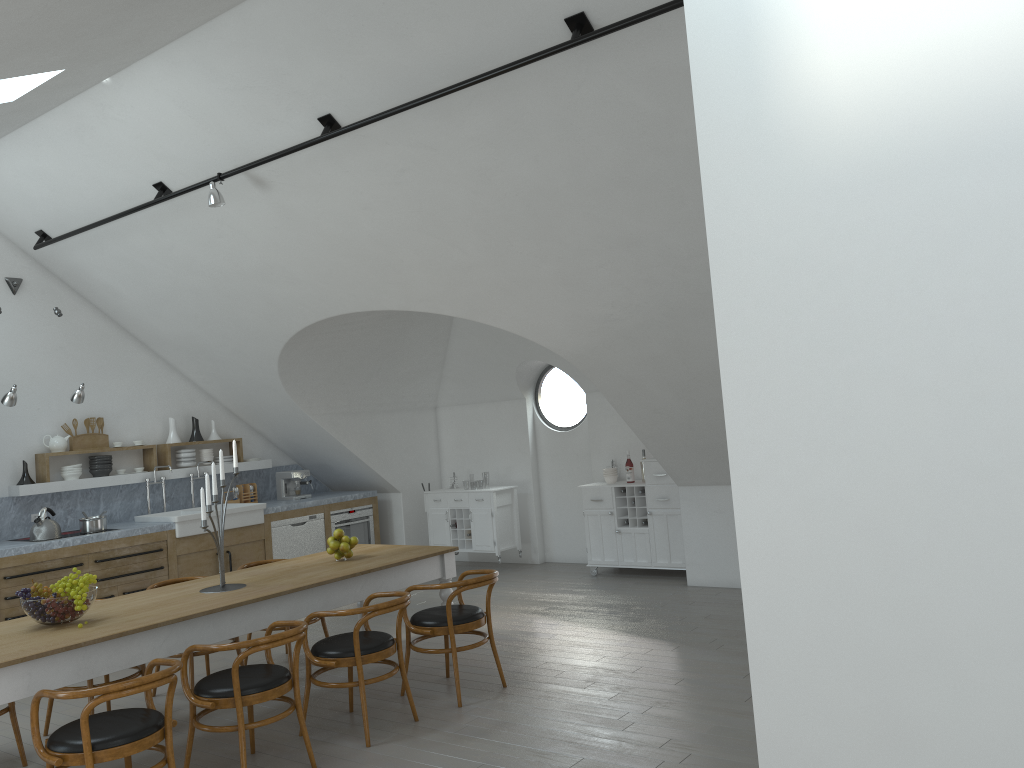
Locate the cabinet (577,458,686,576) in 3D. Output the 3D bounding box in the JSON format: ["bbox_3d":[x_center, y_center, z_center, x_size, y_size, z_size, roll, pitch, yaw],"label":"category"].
[{"bbox_3d":[1.331,1.328,8.939,1.240,1.156,0.610,-7,-4,37],"label":"cabinet"}]

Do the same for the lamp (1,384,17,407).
[{"bbox_3d":[-4.097,0.099,7.222,0.115,0.178,0.164,-2,-4,-35],"label":"lamp"}]

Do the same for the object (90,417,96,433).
[{"bbox_3d":[-4.024,0.471,8.513,0.019,0.300,0.057,-8,-5,37],"label":"object"}]

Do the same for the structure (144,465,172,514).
[{"bbox_3d":[-3.428,1.068,8.766,0.332,0.531,0.214,-6,-4,17],"label":"structure"}]

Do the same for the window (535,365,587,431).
[{"bbox_3d":[0.604,0.134,10.083,0.898,0.901,0.060,-7,-5,37],"label":"window"}]

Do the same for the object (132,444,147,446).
[{"bbox_3d":[-3.735,0.616,8.863,0.164,0.012,0.163,-3,-3,-36],"label":"object"}]

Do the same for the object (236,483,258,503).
[{"bbox_3d":[-2.919,1.211,9.767,0.104,0.223,0.200,-7,-4,37],"label":"object"}]

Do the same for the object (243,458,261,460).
[{"bbox_3d":[-2.908,0.848,9.903,0.213,0.025,0.213,-6,-3,24],"label":"object"}]

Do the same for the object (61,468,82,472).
[{"bbox_3d":[-4.116,0.818,8.284,0.181,0.069,0.181,-3,-3,-36],"label":"object"}]

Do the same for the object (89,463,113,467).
[{"bbox_3d":[-3.942,0.801,8.508,0.205,0.086,0.205,-4,-3,-11],"label":"object"}]

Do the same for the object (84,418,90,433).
[{"bbox_3d":[-4.060,0.473,8.497,0.040,0.300,0.061,-7,-5,34],"label":"object"}]

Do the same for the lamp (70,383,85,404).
[{"bbox_3d":[-3.748,0.085,7.683,0.168,0.177,0.112,-6,-4,29],"label":"lamp"}]

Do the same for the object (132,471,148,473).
[{"bbox_3d":[-3.717,0.883,8.839,0.164,0.012,0.163,-3,-3,-36],"label":"object"}]

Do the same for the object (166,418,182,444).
[{"bbox_3d":[-3.510,0.480,9.182,0.156,0.269,0.156,-6,-4,25],"label":"object"}]

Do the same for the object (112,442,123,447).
[{"bbox_3d":[-3.865,0.596,8.693,0.098,0.049,0.098,-6,-3,34],"label":"object"}]

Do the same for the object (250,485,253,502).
[{"bbox_3d":[-2.867,1.214,9.770,0.040,0.193,0.042,-4,-4,-3],"label":"object"}]

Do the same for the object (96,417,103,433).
[{"bbox_3d":[-3.988,0.471,8.565,0.039,0.298,0.067,-8,-5,37],"label":"object"}]

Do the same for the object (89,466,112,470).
[{"bbox_3d":[-3.946,0.829,8.507,0.205,0.086,0.205,-4,-3,-16],"label":"object"}]

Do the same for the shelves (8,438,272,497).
[{"bbox_3d":[-4.391,0.309,7.803,0.479,1.364,5.549,-7,-3,31],"label":"shelves"}]

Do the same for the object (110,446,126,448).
[{"bbox_3d":[-3.864,0.620,8.692,0.164,0.012,0.163,-3,-3,-36],"label":"object"}]

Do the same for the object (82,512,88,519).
[{"bbox_3d":[-3.773,1.223,7.907,0.235,0.167,0.051,-6,-4,32],"label":"object"}]

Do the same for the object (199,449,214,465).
[{"bbox_3d":[-3.244,0.772,9.413,0.158,0.160,0.154,-3,-4,-25],"label":"object"}]

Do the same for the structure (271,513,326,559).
[{"bbox_3d":[-2.444,1.832,9.443,0.597,0.824,0.724,-7,-4,37],"label":"structure"}]

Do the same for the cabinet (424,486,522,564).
[{"bbox_3d":[-0.471,1.588,10.049,1.132,0.791,0.497,-7,-4,37],"label":"cabinet"}]

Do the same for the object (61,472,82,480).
[{"bbox_3d":[-4.113,0.864,8.279,0.181,0.064,0.181,-3,-3,-31],"label":"object"}]

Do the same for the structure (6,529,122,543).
[{"bbox_3d":[-3.920,1.342,7.759,0.646,0.041,0.737,-6,-3,37],"label":"structure"}]

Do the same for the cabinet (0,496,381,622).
[{"bbox_3d":[-3.803,1.897,7.893,1.002,1.024,6.428,-7,-3,37],"label":"cabinet"}]

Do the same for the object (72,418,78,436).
[{"bbox_3d":[-4.132,0.474,8.402,0.027,0.300,0.055,-8,-5,37],"label":"object"}]

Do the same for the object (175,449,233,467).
[{"bbox_3d":[-3.263,0.776,9.426,0.197,0.196,0.657,-7,-3,36],"label":"object"}]

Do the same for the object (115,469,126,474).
[{"bbox_3d":[-3.834,0.863,8.687,0.098,0.049,0.098,-6,-3,34],"label":"object"}]

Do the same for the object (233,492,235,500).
[{"bbox_3d":[-2.998,1.230,9.576,0.019,0.179,0.044,-5,-4,2],"label":"object"}]

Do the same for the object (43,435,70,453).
[{"bbox_3d":[-4.226,0.551,8.233,0.174,0.169,0.167,-6,-3,20],"label":"object"}]

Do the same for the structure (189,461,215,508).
[{"bbox_3d":[-3.135,1.060,9.156,0.332,0.531,0.214,-6,-4,17],"label":"structure"}]

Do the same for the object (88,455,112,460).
[{"bbox_3d":[-3.956,0.727,8.521,0.205,0.080,0.205,-7,-3,39],"label":"object"}]

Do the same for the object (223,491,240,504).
[{"bbox_3d":[-3.042,1.239,9.580,0.100,0.172,0.173,-8,-4,38],"label":"object"}]

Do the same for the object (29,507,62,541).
[{"bbox_3d":[-3.985,1.187,7.566,0.246,0.268,0.245,-2,-4,-43],"label":"object"}]

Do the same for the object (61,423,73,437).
[{"bbox_3d":[-4.151,0.492,8.370,0.199,0.259,0.016,-2,-5,-43],"label":"object"}]

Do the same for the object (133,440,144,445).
[{"bbox_3d":[-3.737,0.593,8.865,0.098,0.049,0.098,-6,-3,34],"label":"object"}]

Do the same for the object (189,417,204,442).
[{"bbox_3d":[-3.350,0.476,9.390,0.156,0.269,0.156,-8,-5,41],"label":"object"}]

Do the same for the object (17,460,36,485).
[{"bbox_3d":[-4.376,0.794,7.974,0.156,0.219,0.156,-6,-4,18],"label":"object"}]

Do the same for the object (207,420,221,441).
[{"bbox_3d":[-3.220,0.497,9.574,0.156,0.219,0.156,-6,-4,18],"label":"object"}]

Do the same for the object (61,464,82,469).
[{"bbox_3d":[-4.117,0.790,8.287,0.181,0.076,0.180,-4,-3,-16],"label":"object"}]

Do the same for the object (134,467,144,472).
[{"bbox_3d":[-3.719,0.860,8.841,0.098,0.049,0.098,-6,-3,34],"label":"object"}]

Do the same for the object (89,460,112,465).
[{"bbox_3d":[-3.949,0.779,8.513,0.205,0.072,0.205,-6,-3,24],"label":"object"}]

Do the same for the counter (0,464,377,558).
[{"bbox_3d":[-3.844,1.080,8.022,0.960,0.621,6.575,-7,-3,37],"label":"counter"}]

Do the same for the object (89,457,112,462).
[{"bbox_3d":[-3.951,0.754,8.519,0.205,0.084,0.205,-3,-3,-26],"label":"object"}]

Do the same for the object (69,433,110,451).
[{"bbox_3d":[-4.047,0.551,8.485,0.084,0.158,0.353,-7,-4,37],"label":"object"}]

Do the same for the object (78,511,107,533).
[{"bbox_3d":[-3.697,1.244,7.949,0.232,0.170,0.394,-6,-3,17],"label":"object"}]

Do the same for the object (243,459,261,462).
[{"bbox_3d":[-2.907,0.856,9.903,0.213,0.025,0.213,-6,-3,24],"label":"object"}]

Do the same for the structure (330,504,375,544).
[{"bbox_3d":[-1.995,1.724,10.052,0.629,0.638,0.632,-7,-4,37],"label":"structure"}]

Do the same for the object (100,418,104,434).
[{"bbox_3d":[-3.980,0.472,8.606,0.030,0.294,0.057,-8,-5,37],"label":"object"}]

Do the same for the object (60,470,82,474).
[{"bbox_3d":[-4.116,0.842,8.280,0.181,0.065,0.181,-4,-3,-16],"label":"object"}]

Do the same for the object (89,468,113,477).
[{"bbox_3d":[-3.944,0.855,8.506,0.205,0.072,0.205,-6,-3,24],"label":"object"}]

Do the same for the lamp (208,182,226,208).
[{"bbox_3d":[-2.055,-1.321,6.161,0.112,0.175,0.114,-5,-3,0],"label":"lamp"}]

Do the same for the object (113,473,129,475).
[{"bbox_3d":[-3.832,0.886,8.685,0.164,0.012,0.163,-3,-3,-36],"label":"object"}]
